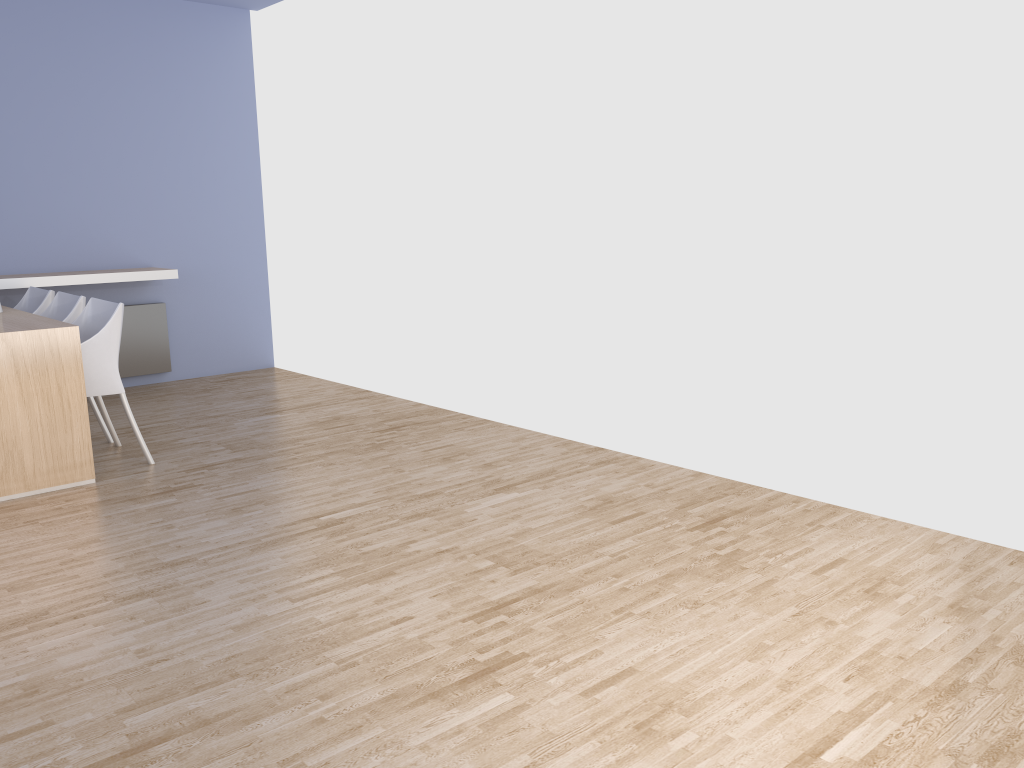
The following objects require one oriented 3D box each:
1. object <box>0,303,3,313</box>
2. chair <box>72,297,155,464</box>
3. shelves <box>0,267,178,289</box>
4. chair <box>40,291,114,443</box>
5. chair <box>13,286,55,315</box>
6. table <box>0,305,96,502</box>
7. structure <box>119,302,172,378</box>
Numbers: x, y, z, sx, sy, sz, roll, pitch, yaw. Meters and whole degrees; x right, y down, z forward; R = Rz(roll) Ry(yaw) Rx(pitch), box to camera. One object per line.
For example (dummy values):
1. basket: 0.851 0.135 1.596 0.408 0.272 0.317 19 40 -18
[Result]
1. object: -2.641 -0.538 4.519 0.045 0.349 0.045 -10 14 -40
2. chair: -2.101 0.001 4.296 0.486 0.793 0.510 -10 14 -40
3. shelves: -3.880 -0.128 5.017 3.901 0.840 0.463 -10 14 -40
4. chair: -2.495 -0.076 4.735 0.486 0.793 0.510 -10 14 -40
5. chair: -2.885 -0.151 5.169 0.486 0.793 0.510 -10 14 -40
6. table: -3.052 0.015 4.510 1.002 0.718 2.340 -10 14 -40
7. structure: -3.949 -0.077 5.209 3.843 0.503 0.064 -10 14 -40
